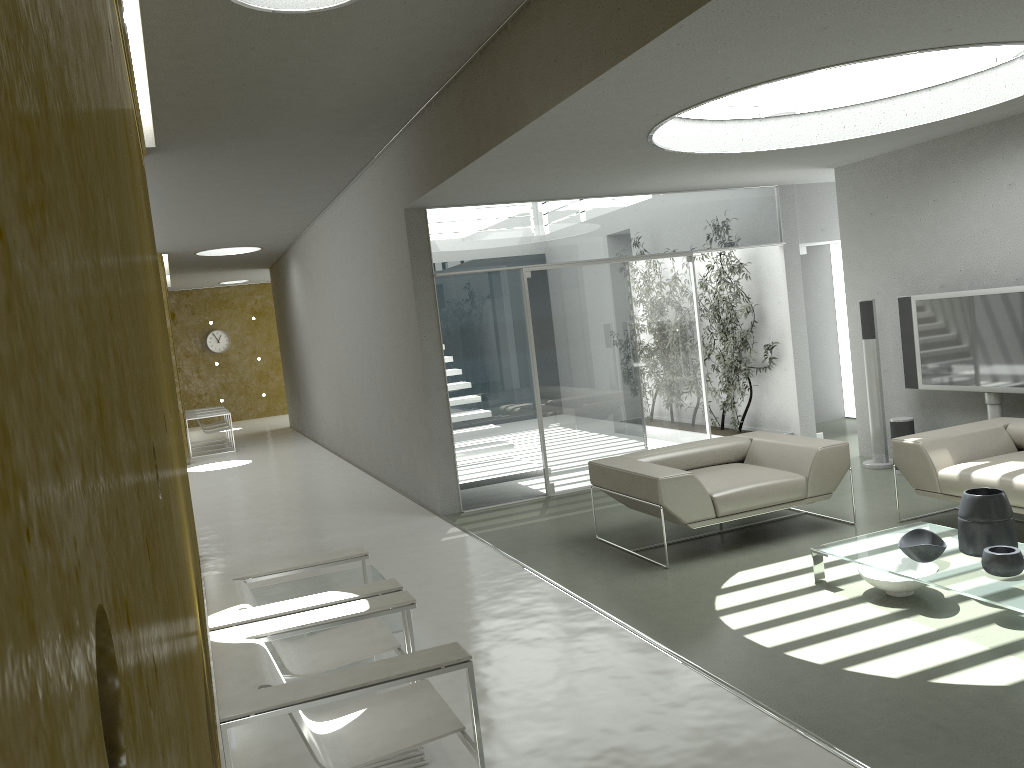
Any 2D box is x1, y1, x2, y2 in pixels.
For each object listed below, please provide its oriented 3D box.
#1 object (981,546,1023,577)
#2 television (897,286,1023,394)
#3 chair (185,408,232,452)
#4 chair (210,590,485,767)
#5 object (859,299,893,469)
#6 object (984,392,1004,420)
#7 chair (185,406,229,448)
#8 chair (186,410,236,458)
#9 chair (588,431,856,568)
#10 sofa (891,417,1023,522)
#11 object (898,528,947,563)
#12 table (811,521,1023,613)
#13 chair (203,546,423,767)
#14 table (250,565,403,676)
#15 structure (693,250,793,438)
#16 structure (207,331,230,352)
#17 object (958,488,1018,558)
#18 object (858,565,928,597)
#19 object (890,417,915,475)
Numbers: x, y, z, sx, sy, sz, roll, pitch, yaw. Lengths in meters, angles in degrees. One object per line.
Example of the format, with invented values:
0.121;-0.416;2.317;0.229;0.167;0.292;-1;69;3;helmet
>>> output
2.288;0.829;4.134;0.177;0.113;0.177;-10;5;-39;object
3.600;-0.329;6.705;0.127;0.781;1.603;-8;4;-20;television
-5.454;0.824;15.948;0.710;0.667;0.800;-8;4;-20;chair
-0.549;1.163;2.870;0.710;0.667;0.800;-8;4;-20;chair
3.183;-0.008;7.782;0.310;1.469;0.310;-6;4;7;object
3.633;0.407;6.736;0.323;0.689;0.882;-8;4;-20;object
-5.754;0.803;16.749;0.710;0.667;0.800;-8;4;-20;chair
-5.153;0.845;15.146;0.710;0.667;0.800;-8;4;-20;chair
1.439;0.749;6.184;1.481;0.583;1.039;-8;4;-20;chair
3.500;0.607;4.791;1.037;0.585;2.791;-8;4;-20;sofa
2.065;0.826;4.461;0.223;0.125;0.317;-5;4;16;object
2.295;0.971;4.353;0.790;0.200;1.500;-8;4;-20;table
-0.850;1.142;3.672;0.710;0.667;0.800;-8;4;-20;chair
-1.067;1.284;4.662;0.900;0.300;0.900;-8;4;-20;table
1.954;-0.626;10.606;0.646;2.589;3.371;-8;4;-21;structure
-7.082;-1.026;21.407;0.547;0.539;0.016;-8;4;-20;structure
2.391;0.694;4.472;0.265;0.309;0.265;-10;5;-37;object
2.008;1.025;4.604;0.387;0.124;0.387;-3;5;42;object
3.272;0.516;7.413;0.175;0.461;0.185;-8;4;-26;object
